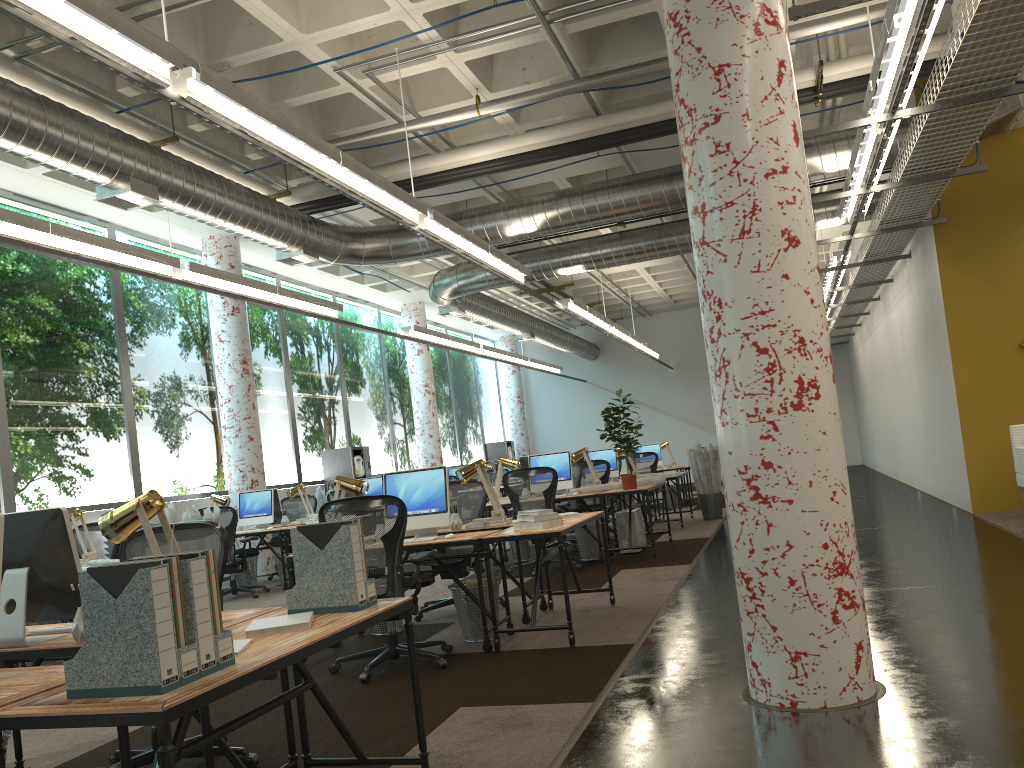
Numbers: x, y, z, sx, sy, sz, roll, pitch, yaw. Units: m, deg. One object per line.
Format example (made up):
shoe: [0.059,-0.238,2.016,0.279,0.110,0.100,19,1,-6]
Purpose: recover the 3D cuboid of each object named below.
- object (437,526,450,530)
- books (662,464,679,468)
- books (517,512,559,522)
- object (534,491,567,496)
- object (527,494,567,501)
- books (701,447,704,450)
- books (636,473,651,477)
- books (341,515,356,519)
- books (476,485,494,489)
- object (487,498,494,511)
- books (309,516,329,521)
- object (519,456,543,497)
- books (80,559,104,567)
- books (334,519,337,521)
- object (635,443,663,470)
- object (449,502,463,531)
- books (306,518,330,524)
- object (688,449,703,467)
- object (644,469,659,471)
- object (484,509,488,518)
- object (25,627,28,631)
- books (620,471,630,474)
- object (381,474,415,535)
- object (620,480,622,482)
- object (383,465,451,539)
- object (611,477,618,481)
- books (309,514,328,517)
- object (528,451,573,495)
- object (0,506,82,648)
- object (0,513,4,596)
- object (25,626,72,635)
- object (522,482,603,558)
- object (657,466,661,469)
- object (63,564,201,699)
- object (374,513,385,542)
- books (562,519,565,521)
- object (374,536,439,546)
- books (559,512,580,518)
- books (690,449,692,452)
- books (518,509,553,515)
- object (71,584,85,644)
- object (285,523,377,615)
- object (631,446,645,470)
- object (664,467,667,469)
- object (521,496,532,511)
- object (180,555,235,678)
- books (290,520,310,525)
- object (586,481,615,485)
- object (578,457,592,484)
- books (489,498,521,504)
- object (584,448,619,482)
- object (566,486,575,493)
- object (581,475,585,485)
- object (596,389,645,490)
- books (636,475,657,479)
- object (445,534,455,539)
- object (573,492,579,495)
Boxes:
object: [-0.626,1.135,6.949,0.440,0.017,0.119,-8,-5,17]
books: [3.051,1.584,17.056,0.309,0.038,0.226,-8,-5,17]
books: [0.169,0.883,5.896,0.192,0.044,0.258,-5,-6,-26]
object: [0.465,1.306,10.580,0.440,0.017,0.119,-8,-5,17]
object: [0.377,1.229,9.589,0.440,0.017,0.119,-8,-5,17]
books: [3.650,1.379,17.109,0.234,0.310,0.068,-8,-2,17]
books: [1.516,1.059,10.290,0.185,0.030,0.153,-8,-5,15]
books: [-2.104,1.702,11.331,0.200,0.024,0.236,-6,-5,-10]
books: [-0.555,2.117,18.170,0.309,0.038,0.226,-8,-5,17]
object: [-0.399,2.921,21.418,0.359,0.434,0.353,-8,-3,13]
books: [-2.313,1.604,10.634,0.192,0.044,0.258,-5,-6,-26]
object: [0.347,1.068,10.384,0.484,0.484,0.190,-8,-3,17]
books: [-3.773,1.576,7.761,0.309,0.038,0.226,-8,-5,17]
books: [-2.245,1.694,11.014,0.243,0.019,0.206,-6,-5,-6]
object: [2.572,1.376,16.588,0.484,0.484,0.190,-8,-3,17]
object: [-0.425,0.984,6.591,0.101,0.209,0.102,-5,-3,-28]
books: [-2.314,1.649,10.606,0.273,0.050,0.200,-12,-7,44]
object: [3.339,1.333,16.106,0.281,0.301,0.150,-8,-3,17]
object: [2.510,1.599,16.375,0.440,0.017,0.119,-8,-5,17]
object: [-1.299,2.569,16.250,0.367,0.436,3.410,-8,-5,26]
object: [-2.008,0.994,3.572,0.059,0.029,0.106,-8,-5,18]
books: [2.055,1.671,16.686,0.309,0.038,0.226,-8,-5,17]
object: [-0.744,0.897,6.753,0.484,0.484,0.190,-8,-3,17]
object: [1.549,1.362,12.498,0.059,0.029,0.106,-8,-5,18]
object: [-0.652,0.834,6.171,0.484,0.484,0.190,-8,-3,17]
object: [1.530,1.341,13.235,0.101,0.209,0.102,-5,-3,-28]
books: [-2.328,1.574,10.625,0.152,0.030,0.186,-2,-7,-45]
object: [0.439,1.005,9.802,0.484,0.484,0.190,-8,-3,17]
object: [-1.816,0.716,3.273,0.484,0.484,0.190,-8,-3,17]
object: [-1.724,0.653,2.691,0.484,0.484,0.190,-8,-3,17]
object: [-1.698,0.954,3.469,0.440,0.017,0.119,-8,-5,17]
object: [0.556,1.500,9.862,0.849,0.931,0.105,-8,-2,12]
object: [2.799,1.525,17.008,0.101,0.209,0.102,-5,-3,-28]
object: [-0.957,0.610,2.209,0.281,0.301,0.150,-8,-3,17]
object: [-0.938,1.021,6.323,0.101,0.209,0.102,-5,-3,-28]
books: [0.237,0.972,6.276,0.243,0.019,0.206,-6,-5,-6]
object: [-0.714,1.058,5.958,0.440,0.017,0.119,-8,-5,17]
books: [0.379,0.981,6.594,0.200,0.024,0.236,-6,-5,-10]
books: [3.351,1.329,16.143,0.234,0.310,0.068,-8,-2,17]
books: [0.154,0.852,5.888,0.152,0.030,0.186,-2,-7,-45]
object: [-1.497,0.802,3.111,0.101,0.209,0.102,-5,-3,-28]
object: [-0.658,0.660,3.175,0.281,0.301,0.150,-8,-3,17]
object: [2.480,1.439,17.170,0.484,0.484,0.190,-8,-3,17]
object: [2.818,1.546,16.272,0.059,0.029,0.106,-8,-5,18]
object: [0.338,2.770,20.721,0.359,0.434,0.353,-8,-3,13]
object: [-0.913,0.617,2.350,0.281,0.301,0.150,-8,-3,17]
books: [-2.655,1.764,11.377,0.309,0.038,0.226,-8,-5,17]
object: [1.241,1.415,12.601,0.440,0.017,0.119,-8,-5,17]
object: [1.211,1.255,13.396,0.484,0.484,0.190,-8,-3,17]
books: [-0.079,1.300,9.900,0.309,0.038,0.226,-8,-5,17]
object: [1.303,1.192,12.814,0.484,0.484,0.190,-8,-3,17]
object: [0.666,1.155,10.222,0.101,0.209,0.102,-5,-3,-28]
object: [1.017,1.379,12.966,0.101,0.209,0.102,-5,-3,-28]
object: [1.158,0.580,9.344,0.514,1.075,0.439,-7,-2,8]
books: [1.526,1.091,10.303,0.258,0.044,0.193,-10,-6,34]
object: [-0.406,1.005,5.855,0.059,0.029,0.106,-8,-5,18]
object: [0.685,1.176,9.486,0.059,0.029,0.106,-8,-5,18]
